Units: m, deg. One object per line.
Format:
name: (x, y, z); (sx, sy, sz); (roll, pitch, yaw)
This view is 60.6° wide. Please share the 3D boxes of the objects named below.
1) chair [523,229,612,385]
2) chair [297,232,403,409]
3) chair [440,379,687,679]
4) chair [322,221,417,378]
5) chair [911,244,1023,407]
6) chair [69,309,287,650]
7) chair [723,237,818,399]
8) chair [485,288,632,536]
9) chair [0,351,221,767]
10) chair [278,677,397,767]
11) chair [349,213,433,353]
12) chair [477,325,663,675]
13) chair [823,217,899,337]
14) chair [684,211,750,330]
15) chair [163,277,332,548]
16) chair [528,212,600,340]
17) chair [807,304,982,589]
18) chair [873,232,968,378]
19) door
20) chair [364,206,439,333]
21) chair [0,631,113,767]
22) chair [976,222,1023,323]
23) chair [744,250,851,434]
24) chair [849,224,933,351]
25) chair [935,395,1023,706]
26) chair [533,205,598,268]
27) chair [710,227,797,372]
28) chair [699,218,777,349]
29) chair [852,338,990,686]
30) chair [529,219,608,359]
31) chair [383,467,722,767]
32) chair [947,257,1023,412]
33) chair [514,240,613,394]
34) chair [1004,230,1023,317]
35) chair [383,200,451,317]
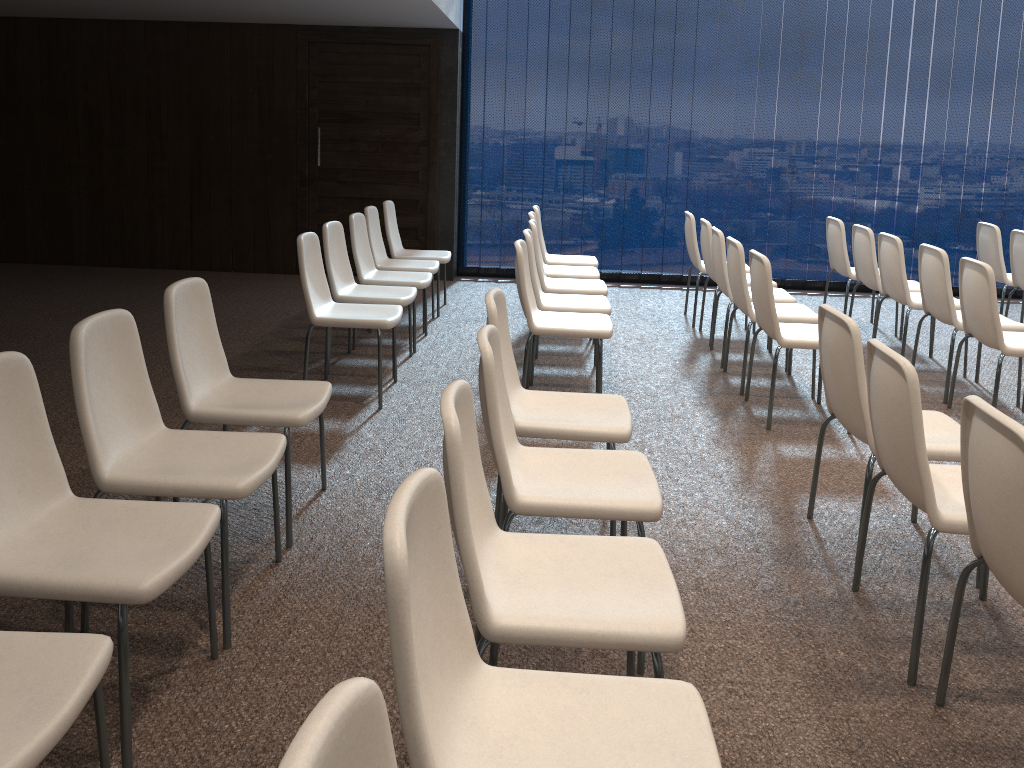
chair: (0.330, -0.494, 5.399); (0.558, 0.880, 0.545); (2, 10, 2)
chair: (-0.899, -0.385, 4.879); (0.558, 0.880, 0.545); (2, 10, 1)
chair: (0.105, 0.462, 2.030); (0.558, 0.880, 0.545); (2, 10, 1)
chair: (-0.891, -0.560, 5.491); (0.558, 0.880, 0.544); (3, 10, 5)
chair: (2.748, -0.385, 5.294); (0.558, 0.880, 0.545); (2, 10, 3)
chair: (-1.009, 0.235, 2.698); (0.558, 0.880, 0.545); (2, 10, 1)
chair: (1.570, -0.435, 5.336); (0.558, 0.880, 0.545); (2, 10, 3)
chair: (0.167, 0.110, 3.268); (0.558, 0.880, 0.544); (3, 10, 4)
chair: (-1.045, 0.390, 2.149); (0.558, 0.880, 0.545); (2, 10, 2)
chair: (0.047, 0.797, 0.853); (0.558, 0.880, 0.544); (3, 10, 5)
chair: (-0.844, -0.730, 6.093); (0.558, 0.880, 0.545); (2, 10, 3)
chair: (0.162, 0.289, 2.643); (0.558, 0.880, 0.545); (2, 10, 1)
chair: (2.812, -0.890, 7.069); (0.558, 0.880, 0.545); (2, 10, 2)
chair: (1.667, -0.950, 7.148); (0.558, 0.880, 0.545); (3, 10, 4)
chair: (-0.986, 0.061, 3.310); (0.558, 0.880, 0.545); (2, 10, 2)
chair: (0.384, -0.841, 6.622); (0.558, 0.880, 0.545); (2, 10, 3)
chair: (1.389, 0.175, 3.181); (0.558, 0.880, 0.545); (2, 10, 1)
chair: (2.753, -0.560, 5.907); (0.558, 0.880, 0.545); (2, 10, 2)
door: (-1.417, -2.248, 8.689); (1.400, 2.352, 0.275); (2, 8, 3)
chair: (-0.841, -0.897, 6.677); (0.558, 0.880, 0.545); (2, 10, 2)
chair: (-1.051, 0.566, 1.533); (0.558, 0.880, 0.545); (2, 10, 1)
chair: (4.019, -0.836, 7.017); (0.558, 0.880, 0.544); (3, 10, 5)
chair: (1.547, -0.262, 4.728); (0.558, 0.880, 0.545); (2, 10, 2)
chair: (2.789, -0.716, 6.457); (0.558, 0.880, 0.545); (2, 10, 1)
chair: (1.334, 0.503, 2.027); (0.558, 0.880, 0.544); (3, 10, 5)
chair: (0.432, -1.013, 7.227); (0.558, 0.880, 0.545); (2, 10, 3)
chair: (1.606, -0.600, 5.917); (0.558, 0.880, 0.544); (3, 10, 5)
chair: (1.662, -0.773, 6.529); (0.558, 0.880, 0.545); (3, 10, 4)
chair: (1.337, 0.336, 2.612); (0.558, 0.880, 0.544); (3, 10, 4)
chair: (0.377, -0.668, 6.014); (0.558, 0.880, 0.545); (2, 10, 2)
chair: (0.070, 0.624, 1.459); (0.558, 0.880, 0.544); (3, 10, 5)
chair: (2.694, -0.217, 4.701); (0.558, 0.880, 0.544); (3, 10, 4)
chair: (0.277, -0.332, 4.828); (0.558, 0.880, 0.544); (3, 10, 4)
chair: (3.965, -0.672, 6.439); (0.558, 0.880, 0.545); (3, 10, 4)
chair: (-0.788, -1.059, 7.251); (0.558, 0.880, 0.545); (2, 10, 2)
